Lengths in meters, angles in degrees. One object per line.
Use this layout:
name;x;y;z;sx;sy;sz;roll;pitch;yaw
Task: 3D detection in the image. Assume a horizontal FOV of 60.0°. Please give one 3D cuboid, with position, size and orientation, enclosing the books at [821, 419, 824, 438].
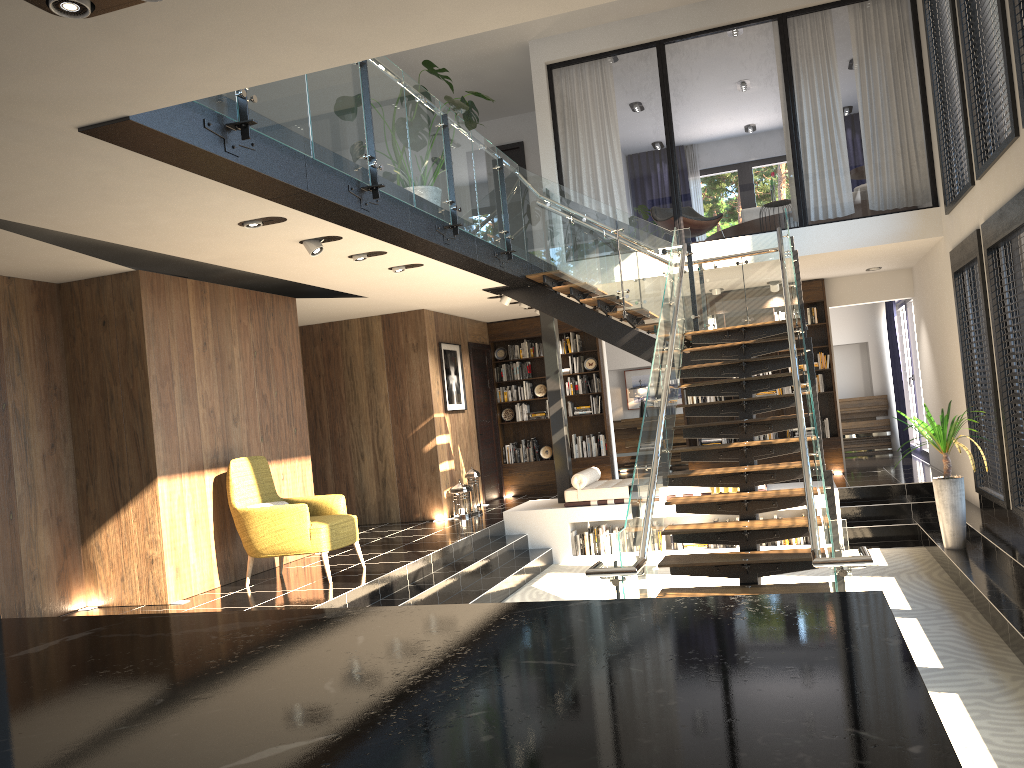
books;4.302;0.615;12.288;0.023;0.267;0.147;-6;-1;17

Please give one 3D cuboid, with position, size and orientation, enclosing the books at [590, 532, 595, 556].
books;0.955;1.864;10.375;0.027;0.254;0.204;-6;-2;17

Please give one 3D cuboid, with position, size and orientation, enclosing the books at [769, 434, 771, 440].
books;3.627;0.696;12.480;0.028;0.250;0.162;-6;-1;17

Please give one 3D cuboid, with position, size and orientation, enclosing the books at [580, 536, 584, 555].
books;0.836;1.900;10.458;0.029;0.211;0.130;-6;-1;17

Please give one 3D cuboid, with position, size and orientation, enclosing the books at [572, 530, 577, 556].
books;0.753;1.871;10.466;0.024;0.286;0.130;-6;-1;17

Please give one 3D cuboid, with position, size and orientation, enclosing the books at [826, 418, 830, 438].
books;4.361;0.604;12.251;0.025;0.274;0.204;-6;-2;17

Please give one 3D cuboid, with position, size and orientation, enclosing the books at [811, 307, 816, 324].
books;4.179;-0.941;12.305;0.036;0.228;0.198;-6;-2;17

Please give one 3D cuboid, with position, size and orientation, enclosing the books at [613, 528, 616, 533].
books;1.216;1.829;10.337;0.021;0.270;0.148;-6;-1;17

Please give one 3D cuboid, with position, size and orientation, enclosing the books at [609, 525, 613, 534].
books;1.163;1.813;10.342;0.021;0.313;0.139;-6;-1;17

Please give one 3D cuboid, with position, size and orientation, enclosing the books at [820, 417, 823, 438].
books;4.273;0.595;12.287;0.027;0.311;0.148;-6;-1;17

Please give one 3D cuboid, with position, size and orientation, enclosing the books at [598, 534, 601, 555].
books;1.045;1.864;10.376;0.029;0.237;0.146;-6;-1;17

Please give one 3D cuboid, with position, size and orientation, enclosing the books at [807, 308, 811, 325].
books;4.136;-0.936;12.356;0.031;0.231;0.176;-6;-2;17

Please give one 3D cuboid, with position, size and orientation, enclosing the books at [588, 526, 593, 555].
books;0.937;1.837;10.419;0.029;0.314;0.163;-6;-1;17

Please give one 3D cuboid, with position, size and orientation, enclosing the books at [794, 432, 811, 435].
books;4.073;0.680;12.356;0.263;0.024;0.167;-6;-2;12

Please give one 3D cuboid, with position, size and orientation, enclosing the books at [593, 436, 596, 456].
books;1.248;0.931;13.281;0.011;0.300;0.154;-6;-1;17

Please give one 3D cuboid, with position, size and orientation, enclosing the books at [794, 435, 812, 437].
books;4.079;0.732;12.357;0.286;0.030;0.176;-6;-2;16

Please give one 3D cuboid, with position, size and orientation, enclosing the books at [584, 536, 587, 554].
books;0.886;1.887;10.438;0.020;0.225;0.156;-6;-2;17

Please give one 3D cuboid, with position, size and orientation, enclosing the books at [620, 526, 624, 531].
books;1.300;1.815;10.381;0.025;0.285;0.137;-6;-1;17

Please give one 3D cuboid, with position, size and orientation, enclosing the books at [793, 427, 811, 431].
books;4.067;0.627;12.354;0.288;0.030;0.175;-6;-2;22

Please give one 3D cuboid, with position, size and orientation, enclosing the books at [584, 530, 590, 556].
books;0.900;1.861;10.402;0.035;0.273;0.200;-6;-2;17

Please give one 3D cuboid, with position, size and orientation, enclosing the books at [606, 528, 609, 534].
books;1.140;1.830;10.340;0.025;0.282;0.149;-6;-1;17

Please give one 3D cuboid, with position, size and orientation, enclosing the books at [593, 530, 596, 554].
books;0.989;1.849;10.398;0.028;0.279;0.120;-6;-1;17

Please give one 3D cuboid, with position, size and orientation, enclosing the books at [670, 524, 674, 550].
books;1.844;1.756;10.197;0.031;0.284;0.176;-6;-1;17

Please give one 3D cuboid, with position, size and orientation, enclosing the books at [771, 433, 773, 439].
books;3.660;0.708;12.490;0.026;0.221;0.145;-6;-1;17

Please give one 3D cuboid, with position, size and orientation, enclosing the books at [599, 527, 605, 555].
books;1.060;1.825;10.344;0.028;0.309;0.211;-6;-2;17

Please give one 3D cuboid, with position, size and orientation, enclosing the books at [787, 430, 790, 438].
books;3.869;0.664;12.428;0.024;0.263;0.174;-6;-1;17

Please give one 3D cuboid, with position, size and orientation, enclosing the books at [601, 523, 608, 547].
books;1.101;1.807;10.352;0.051;0.338;0.187;-6;-1;17

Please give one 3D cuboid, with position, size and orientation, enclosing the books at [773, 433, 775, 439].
books;3.684;0.702;12.482;0.026;0.227;0.129;-6;-1;17

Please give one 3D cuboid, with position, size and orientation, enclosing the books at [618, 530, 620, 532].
books;1.278;1.837;10.390;0.026;0.246;0.149;-6;-1;17

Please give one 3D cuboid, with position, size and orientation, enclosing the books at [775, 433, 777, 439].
books;3.706;0.660;12.486;0.022;0.307;0.131;-6;-1;17

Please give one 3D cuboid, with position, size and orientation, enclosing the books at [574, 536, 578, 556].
books;0.775;1.897;10.445;0.024;0.229;0.171;-6;-2;17

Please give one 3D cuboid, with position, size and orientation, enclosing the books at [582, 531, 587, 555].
books;0.863;1.875;10.453;0.030;0.256;0.145;-6;-1;17

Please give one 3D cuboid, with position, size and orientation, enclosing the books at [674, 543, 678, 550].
books;1.886;1.768;10.201;0.045;0.251;0.142;-6;-1;17

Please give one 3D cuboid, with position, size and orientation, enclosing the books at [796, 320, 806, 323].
books;3.991;-0.863;12.424;0.246;0.021;0.148;-6;-2;17

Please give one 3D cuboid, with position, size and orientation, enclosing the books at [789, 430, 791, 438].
books;3.892;0.693;12.407;0.025;0.199;0.149;-6;-2;17

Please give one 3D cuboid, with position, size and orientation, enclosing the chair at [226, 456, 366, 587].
chair;-1.909;1.153;7.782;1.031;1.097;0.807;-6;-2;16

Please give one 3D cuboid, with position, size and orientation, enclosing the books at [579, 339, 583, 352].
books;1.039;-0.577;13.372;0.022;0.195;0.135;-6;-2;17

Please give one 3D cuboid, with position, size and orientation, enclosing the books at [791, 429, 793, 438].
books;3.912;0.671;12.392;0.026;0.238;0.159;-6;-2;17

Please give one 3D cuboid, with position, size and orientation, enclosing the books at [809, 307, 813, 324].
books;4.163;-0.942;12.352;0.023;0.238;0.178;-6;-2;17

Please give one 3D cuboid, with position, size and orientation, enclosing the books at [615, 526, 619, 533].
books;1.241;1.814;10.353;0.020;0.295;0.102;-6;-1;17

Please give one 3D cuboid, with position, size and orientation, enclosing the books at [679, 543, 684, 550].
books;1.934;1.779;10.159;0.030;0.218;0.186;-6;-2;17

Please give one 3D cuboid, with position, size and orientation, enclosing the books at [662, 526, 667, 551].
books;1.749;1.778;10.192;0.050;0.258;0.215;-6;-2;17

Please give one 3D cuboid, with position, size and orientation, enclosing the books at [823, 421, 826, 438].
books;4.324;0.629;12.278;0.022;0.234;0.178;-6;-2;17

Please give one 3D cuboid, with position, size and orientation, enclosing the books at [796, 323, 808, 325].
books;3.991;-0.816;12.407;0.285;0.025;0.176;-6;-2;18

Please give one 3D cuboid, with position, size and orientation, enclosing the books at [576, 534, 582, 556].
books;0.799;1.888;10.440;0.027;0.241;0.150;-6;-1;17

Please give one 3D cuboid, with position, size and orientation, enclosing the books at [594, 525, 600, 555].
books;1.006;1.824;10.363;0.030;0.322;0.202;-6;-1;17

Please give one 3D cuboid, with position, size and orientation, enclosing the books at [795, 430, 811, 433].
books;4.074;0.655;12.368;0.251;0.026;0.148;-6;-2;13

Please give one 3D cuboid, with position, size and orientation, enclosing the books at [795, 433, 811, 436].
books;4.080;0.705;12.368;0.250;0.026;0.148;-6;-2;14

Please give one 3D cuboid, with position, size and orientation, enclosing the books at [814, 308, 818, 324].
books;4.215;-0.943;12.313;0.028;0.226;0.165;-6;-2;17

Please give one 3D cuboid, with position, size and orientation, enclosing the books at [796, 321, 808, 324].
books;3.986;-0.841;12.401;0.288;0.025;0.175;-6;-2;13

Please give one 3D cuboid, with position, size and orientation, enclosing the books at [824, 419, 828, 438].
books;4.342;0.617;12.264;0.023;0.254;0.191;-6;-2;17

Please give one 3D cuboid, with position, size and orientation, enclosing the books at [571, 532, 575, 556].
books;0.735;1.881;10.489;0.025;0.270;0.156;-6;-1;17

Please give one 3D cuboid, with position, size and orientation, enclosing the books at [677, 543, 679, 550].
books;1.909;1.762;10.167;0.020;0.257;0.154;-6;-1;17
